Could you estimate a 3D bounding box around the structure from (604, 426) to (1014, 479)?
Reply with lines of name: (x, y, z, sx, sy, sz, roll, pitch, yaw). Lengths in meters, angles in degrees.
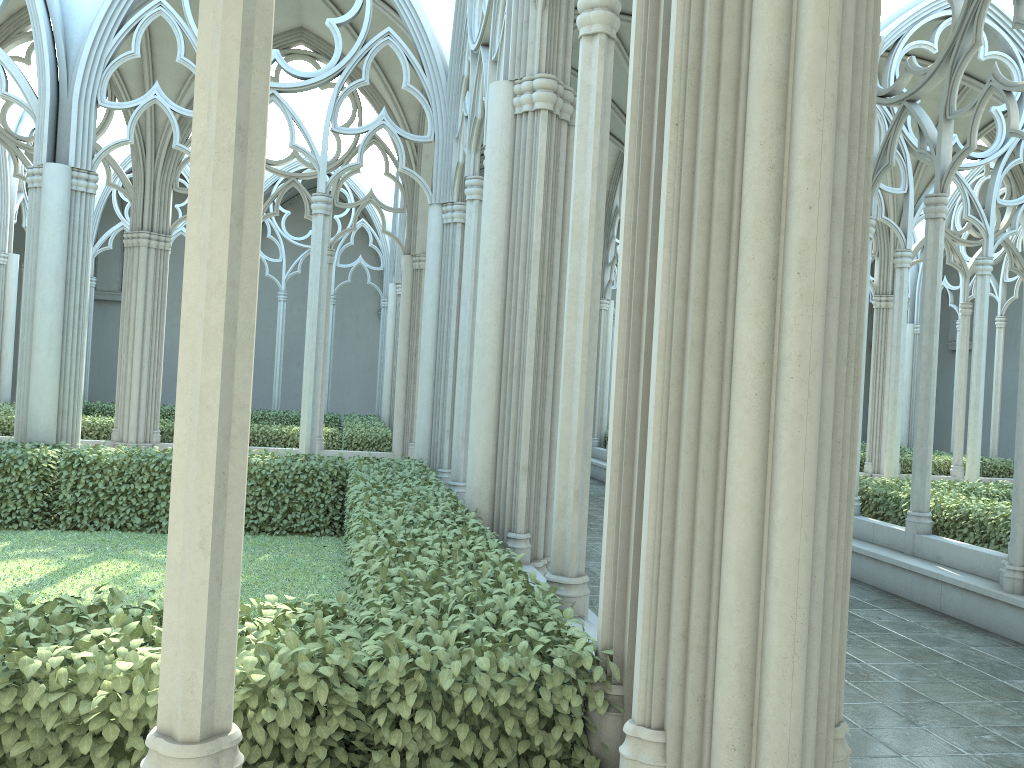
structure: (6.096, 1.789, 21.513, 7.995, 0.963, 8.018, 3, 0, -11)

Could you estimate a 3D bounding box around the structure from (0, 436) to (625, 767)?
structure: (-4.248, 1.104, 6.205, 7.995, 0.963, 8.018, 3, 0, -11)

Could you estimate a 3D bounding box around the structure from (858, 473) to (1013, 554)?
structure: (8.570, 1.850, 8.684, 7.995, 0.963, 8.018, 3, 0, -11)

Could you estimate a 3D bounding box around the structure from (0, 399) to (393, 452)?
structure: (-6.732, 1.043, 19.032, 7.995, 0.963, 8.018, 3, 0, -11)
